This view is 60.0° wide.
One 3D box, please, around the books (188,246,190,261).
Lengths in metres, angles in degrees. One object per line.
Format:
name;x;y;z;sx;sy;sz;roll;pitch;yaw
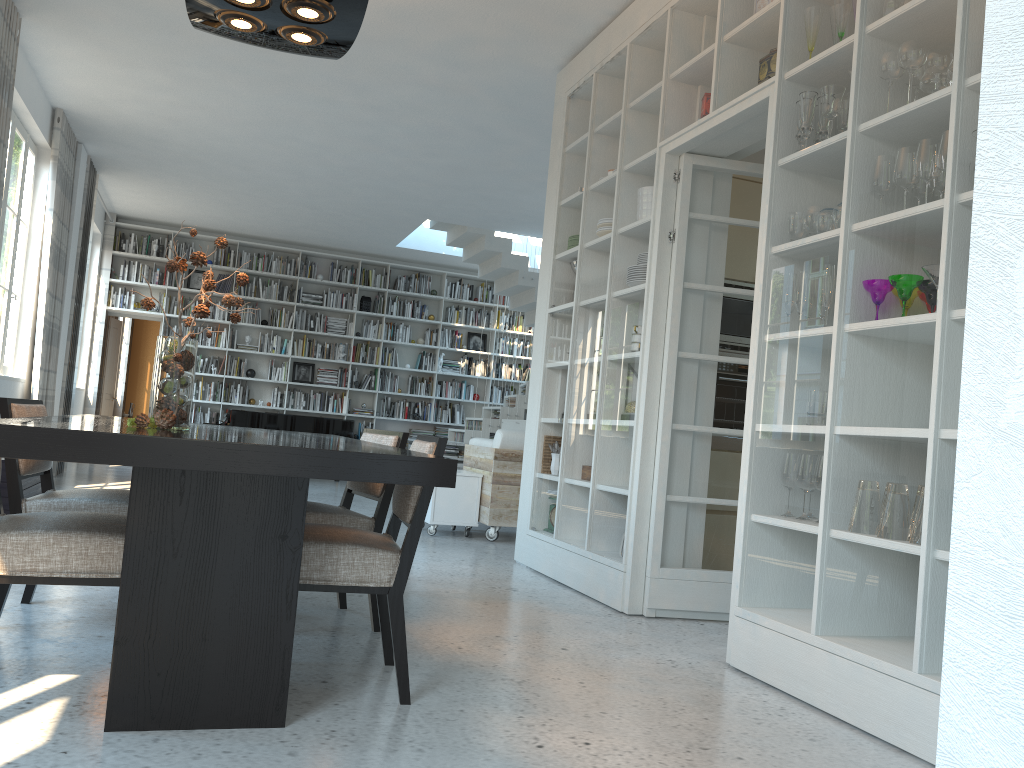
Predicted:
books;-4.393;-1.747;12.054;0.013;0.219;0.181;6;-3;-19

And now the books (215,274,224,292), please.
books;-4.028;-1.366;12.175;0.110;0.279;0.174;6;-3;-19

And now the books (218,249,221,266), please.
books;-4.021;-1.721;12.181;0.028;0.249;0.155;6;-3;-19

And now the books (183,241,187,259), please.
books;-4.435;-1.782;12.025;0.015;0.279;0.190;6;-3;-19

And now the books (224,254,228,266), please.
books;-3.942;-1.682;12.213;0.027;0.190;0.177;6;-3;-19

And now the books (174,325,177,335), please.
books;-4.551;-0.665;11.977;0.022;0.235;0.177;6;-3;-19

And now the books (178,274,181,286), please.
books;-4.502;-1.421;12.010;0.005;0.281;0.190;6;-3;-19

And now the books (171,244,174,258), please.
books;-4.596;-1.801;11.999;0.007;0.285;0.159;6;-3;-19

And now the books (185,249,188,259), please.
books;-4.426;-1.731;12.047;0.026;0.182;0.161;6;-3;-19

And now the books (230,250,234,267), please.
books;-3.868;-1.706;12.239;0.031;0.254;0.178;6;-3;-19

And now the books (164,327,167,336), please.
books;-4.672;-0.665;11.947;0.026;0.209;0.155;6;-3;-19

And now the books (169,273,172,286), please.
books;-4.610;-1.435;11.977;0.006;0.287;0.148;6;-3;-19

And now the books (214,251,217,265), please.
books;-4.073;-1.711;12.169;0.028;0.218;0.153;6;-3;-19

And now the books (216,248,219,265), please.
books;-4.044;-1.739;12.175;0.024;0.279;0.188;6;-3;-19

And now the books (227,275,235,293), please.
books;-3.884;-1.355;12.229;0.078;0.285;0.174;6;-3;-19

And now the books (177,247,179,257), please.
books;-4.526;-1.747;12.027;0.017;0.193;0.129;6;-3;-19

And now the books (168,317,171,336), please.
books;-4.620;-0.723;11.945;0.012;0.333;0.184;6;-3;-19

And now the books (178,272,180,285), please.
books;-4.515;-1.403;12.006;0.019;0.243;0.153;6;-3;-19

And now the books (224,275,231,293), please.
books;-3.933;-1.359;12.232;0.078;0.285;0.174;6;-3;-19

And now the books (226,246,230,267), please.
books;-3.910;-1.733;12.214;0.025;0.297;0.163;6;-3;-19

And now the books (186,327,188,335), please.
books;-4.412;-0.647;12.033;0.014;0.229;0.148;6;-3;-19

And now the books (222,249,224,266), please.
books;-3.977;-1.723;12.196;0.010;0.263;0.156;6;-3;-19

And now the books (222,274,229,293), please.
books;-3.953;-1.362;12.220;0.078;0.285;0.174;6;-3;-19

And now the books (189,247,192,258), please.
books;-4.375;-1.742;12.053;0.021;0.213;0.173;6;-3;-19

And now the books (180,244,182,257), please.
books;-4.492;-1.769;12.026;0.016;0.243;0.156;6;-3;-19

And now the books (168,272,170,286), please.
books;-4.620;-1.440;11.962;0.005;0.292;0.184;6;-3;-19

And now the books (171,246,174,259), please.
books;-4.586;-1.760;11.993;0.017;0.204;0.142;6;-3;-19

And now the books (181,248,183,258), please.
books;-4.484;-1.742;12.039;0.014;0.192;0.146;6;-3;-19

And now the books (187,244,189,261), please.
books;-4.407;-1.764;12.060;0.013;0.252;0.129;6;-3;-19

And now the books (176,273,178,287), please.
books;-4.524;-1.392;11.992;0.018;0.218;0.186;6;-3;-19

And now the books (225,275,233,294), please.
books;-3.910;-1.357;12.235;0.078;0.285;0.174;6;-3;-19

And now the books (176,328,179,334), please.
books;-4.526;-0.647;11.975;0.028;0.203;0.188;6;-3;-19

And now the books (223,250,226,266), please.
books;-3.966;-1.716;12.231;0.013;0.254;0.129;6;-3;-19

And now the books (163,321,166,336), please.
books;-4.689;-0.704;11.951;0.012;0.285;0.159;6;-3;-19

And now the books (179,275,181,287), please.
books;-4.487;-1.408;12.004;0.023;0.258;0.183;6;-3;-19

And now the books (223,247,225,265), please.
books;-3.967;-1.728;12.200;0.011;0.274;0.183;6;-3;-19

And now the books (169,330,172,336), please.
books;-4.606;-0.645;11.955;0.037;0.182;0.189;6;-3;-19

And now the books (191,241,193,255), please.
books;-4.365;-1.784;12.079;0.007;0.301;0.145;6;-3;-19

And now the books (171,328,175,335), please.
books;-4.588;-0.655;11.981;0.042;0.208;0.143;6;-3;-19

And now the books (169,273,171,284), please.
books;-4.628;-1.408;11.995;0.006;0.233;0.136;6;-3;-19

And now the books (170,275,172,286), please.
books;-4.605;-1.393;11.982;0.015;0.207;0.172;6;-3;-19

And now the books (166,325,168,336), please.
books;-4.642;-0.691;11.940;0.027;0.266;0.176;6;-3;-19

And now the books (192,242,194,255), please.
books;-4.359;-1.778;12.093;0.015;0.293;0.131;6;-3;-19

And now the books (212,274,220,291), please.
books;-4.074;-1.370;12.169;0.110;0.279;0.174;6;-3;-19

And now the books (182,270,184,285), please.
books;-4.463;-1.403;12.021;0.012;0.254;0.166;6;-3;-19

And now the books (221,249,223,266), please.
books;-3.990;-1.734;12.204;0.013;0.283;0.166;6;-3;-19

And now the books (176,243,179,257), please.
books;-4.533;-1.777;12.010;0.012;0.249;0.180;6;-3;-19

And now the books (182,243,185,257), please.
books;-4.462;-1.775;12.033;0.016;0.260;0.154;6;-3;-19

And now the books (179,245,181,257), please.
books;-4.505;-1.761;12.017;0.013;0.225;0.177;6;-3;-19

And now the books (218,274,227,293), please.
books;-3.978;-1.363;12.190;0.097;0.282;0.174;6;-3;-19

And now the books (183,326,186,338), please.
books;-4.448;-0.656;12.041;0.049;0.242;0.139;6;-3;-19

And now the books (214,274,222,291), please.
books;-4.055;-1.367;12.185;0.110;0.279;0.174;6;-3;-19

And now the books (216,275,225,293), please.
books;-4.013;-1.363;12.199;0.110;0.279;0.174;6;-3;-19

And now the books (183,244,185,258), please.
books;-4.451;-1.779;12.035;0.007;0.272;0.154;6;-3;-19

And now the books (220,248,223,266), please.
books;-4.006;-1.754;12.215;0.014;0.320;0.136;6;-3;-19

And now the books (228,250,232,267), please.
books;-3.897;-1.712;12.243;0.022;0.260;0.152;6;-3;-19

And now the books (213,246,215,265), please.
books;-4.094;-1.742;12.176;0.013;0.277;0.151;6;-3;-19

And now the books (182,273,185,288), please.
books;-4.450;-1.382;12.016;0.012;0.214;0.185;6;-3;-19
